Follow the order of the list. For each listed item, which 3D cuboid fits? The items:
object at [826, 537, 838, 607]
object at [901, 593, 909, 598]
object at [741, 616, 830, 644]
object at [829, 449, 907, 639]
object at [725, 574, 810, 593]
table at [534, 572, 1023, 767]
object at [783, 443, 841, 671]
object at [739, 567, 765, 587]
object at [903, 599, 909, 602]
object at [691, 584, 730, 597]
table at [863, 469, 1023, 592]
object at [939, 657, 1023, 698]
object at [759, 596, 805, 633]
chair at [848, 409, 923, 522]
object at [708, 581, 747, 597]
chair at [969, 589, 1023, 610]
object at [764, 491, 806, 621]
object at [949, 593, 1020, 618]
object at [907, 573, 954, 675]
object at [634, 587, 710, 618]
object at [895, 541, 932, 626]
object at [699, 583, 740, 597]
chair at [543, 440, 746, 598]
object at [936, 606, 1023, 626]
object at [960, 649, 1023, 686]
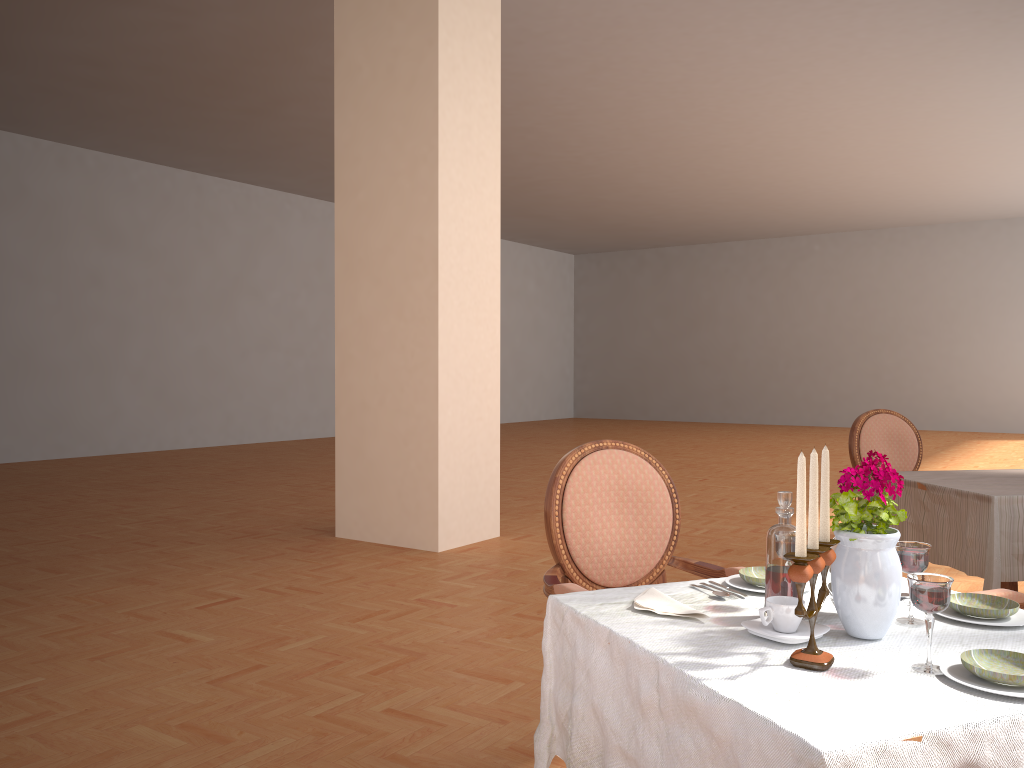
[{"bbox_3d":[0.603,0.341,1.574,0.093,0.138,0.093,-1,1,-27],"label":"object"},{"bbox_3d":[0.787,0.406,1.713,0.125,0.006,0.027,0,1,-20],"label":"object"},{"bbox_3d":[0.449,0.404,1.456,0.119,0.016,0.119,0,1,-36],"label":"object"},{"bbox_3d":[0.574,0.260,1.450,0.124,0.302,0.143,1,2,33],"label":"object"},{"bbox_3d":[0.519,0.405,1.795,0.171,0.005,0.171,0,1,-18],"label":"object"},{"bbox_3d":[0.568,0.751,1.525,0.836,0.680,0.829,0,1,-22],"label":"table"},{"bbox_3d":[0.446,0.254,1.312,0.059,0.326,0.177,1,2,33],"label":"object"},{"bbox_3d":[0.519,0.394,1.795,0.117,0.024,0.117,1,1,44],"label":"object"},{"bbox_3d":[0.797,0.408,1.689,0.125,0.002,0.016,0,1,-19],"label":"object"},{"bbox_3d":[0.386,0.405,1.740,0.027,0.006,0.125,0,1,-23],"label":"object"},{"bbox_3d":[2.012,0.730,3.592,0.831,0.677,0.829,0,1,-11],"label":"table"},{"bbox_3d":[0.695,0.412,1.244,0.171,0.005,0.171,0,1,-5],"label":"object"},{"bbox_3d":[0.441,0.380,1.456,0.078,0.049,0.062,0,1,7],"label":"object"},{"bbox_3d":[1.912,0.595,4.256,0.521,0.931,0.593,0,1,-11],"label":"chair"},{"bbox_3d":[0.429,0.405,1.756,0.013,0.004,0.127,0,1,-21],"label":"object"},{"bbox_3d":[1.216,0.625,1.789,0.593,0.931,0.521,0,1,-22],"label":"chair"},{"bbox_3d":[0.476,0.299,1.550,0.074,0.222,0.074,0,1,14],"label":"object"},{"bbox_3d":[0.835,0.398,1.576,0.117,0.024,0.117,0,1,13],"label":"object"},{"bbox_3d":[0.605,0.347,1.284,0.062,0.135,0.062,0,1,-24],"label":"object"},{"bbox_3d":[0.264,0.402,1.629,0.095,0.012,0.234,0,1,-17],"label":"object"},{"bbox_3d":[0.690,0.344,1.531,0.062,0.135,0.062,0,1,-24],"label":"object"},{"bbox_3d":[0.409,0.407,1.751,0.016,0.002,0.125,0,1,-22],"label":"object"},{"bbox_3d":[0.343,0.618,2.152,0.521,0.931,0.593,0,1,-22],"label":"chair"},{"bbox_3d":[0.835,0.408,1.577,0.171,0.005,0.171,0,1,-25],"label":"object"},{"bbox_3d":[0.694,0.402,1.244,0.117,0.024,0.117,0,1,-15],"label":"object"}]
